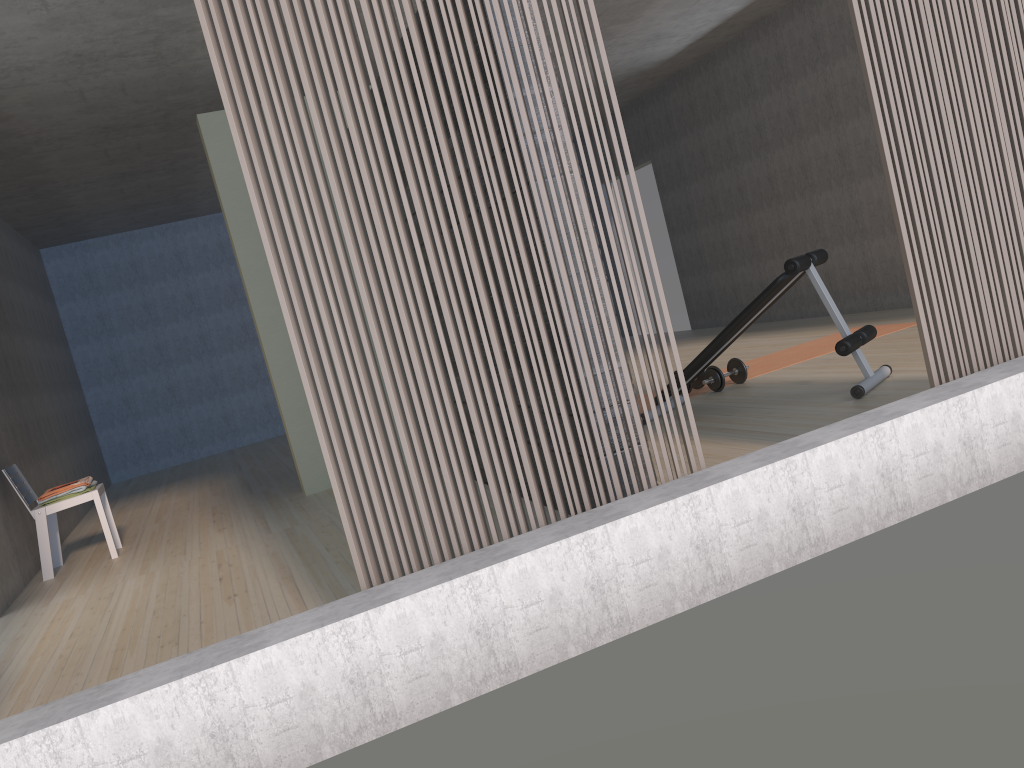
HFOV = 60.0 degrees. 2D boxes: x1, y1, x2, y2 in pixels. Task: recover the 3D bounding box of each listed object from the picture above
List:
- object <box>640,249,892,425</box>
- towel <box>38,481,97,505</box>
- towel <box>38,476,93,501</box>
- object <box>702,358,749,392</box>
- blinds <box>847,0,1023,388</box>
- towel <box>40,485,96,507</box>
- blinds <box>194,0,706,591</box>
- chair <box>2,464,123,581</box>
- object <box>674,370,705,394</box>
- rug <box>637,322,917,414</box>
[{"bbox_3d":[1.293,-0.261,4.919,1.312,0.746,0.505,-10,7,40],"label":"object"},{"bbox_3d":[-2.714,0.658,5.416,0.306,0.047,0.297,-16,6,-14],"label":"towel"},{"bbox_3d":[-2.718,0.635,5.409,0.294,0.046,0.297,-16,6,-19],"label":"towel"},{"bbox_3d":[1.379,-0.059,5.711,0.385,0.176,0.176,-17,6,-27],"label":"object"},{"bbox_3d":[1.669,-1.218,3.125,1.133,2.744,0.069,-16,6,-19],"label":"blinds"},{"bbox_3d":[-2.701,0.676,5.414,0.307,0.038,0.297,-17,6,-20],"label":"towel"},{"bbox_3d":[-0.179,-0.673,2.475,1.133,2.744,0.069,-16,6,-19],"label":"blinds"},{"bbox_3d":[-2.730,0.773,5.412,0.457,0.697,0.417,-17,6,-19],"label":"chair"},{"bbox_3d":[1.165,-0.028,5.868,0.176,0.176,0.385,-10,7,43],"label":"object"},{"bbox_3d":[1.575,-0.075,6.244,2.779,0.002,0.716,-16,6,-19],"label":"rug"}]
